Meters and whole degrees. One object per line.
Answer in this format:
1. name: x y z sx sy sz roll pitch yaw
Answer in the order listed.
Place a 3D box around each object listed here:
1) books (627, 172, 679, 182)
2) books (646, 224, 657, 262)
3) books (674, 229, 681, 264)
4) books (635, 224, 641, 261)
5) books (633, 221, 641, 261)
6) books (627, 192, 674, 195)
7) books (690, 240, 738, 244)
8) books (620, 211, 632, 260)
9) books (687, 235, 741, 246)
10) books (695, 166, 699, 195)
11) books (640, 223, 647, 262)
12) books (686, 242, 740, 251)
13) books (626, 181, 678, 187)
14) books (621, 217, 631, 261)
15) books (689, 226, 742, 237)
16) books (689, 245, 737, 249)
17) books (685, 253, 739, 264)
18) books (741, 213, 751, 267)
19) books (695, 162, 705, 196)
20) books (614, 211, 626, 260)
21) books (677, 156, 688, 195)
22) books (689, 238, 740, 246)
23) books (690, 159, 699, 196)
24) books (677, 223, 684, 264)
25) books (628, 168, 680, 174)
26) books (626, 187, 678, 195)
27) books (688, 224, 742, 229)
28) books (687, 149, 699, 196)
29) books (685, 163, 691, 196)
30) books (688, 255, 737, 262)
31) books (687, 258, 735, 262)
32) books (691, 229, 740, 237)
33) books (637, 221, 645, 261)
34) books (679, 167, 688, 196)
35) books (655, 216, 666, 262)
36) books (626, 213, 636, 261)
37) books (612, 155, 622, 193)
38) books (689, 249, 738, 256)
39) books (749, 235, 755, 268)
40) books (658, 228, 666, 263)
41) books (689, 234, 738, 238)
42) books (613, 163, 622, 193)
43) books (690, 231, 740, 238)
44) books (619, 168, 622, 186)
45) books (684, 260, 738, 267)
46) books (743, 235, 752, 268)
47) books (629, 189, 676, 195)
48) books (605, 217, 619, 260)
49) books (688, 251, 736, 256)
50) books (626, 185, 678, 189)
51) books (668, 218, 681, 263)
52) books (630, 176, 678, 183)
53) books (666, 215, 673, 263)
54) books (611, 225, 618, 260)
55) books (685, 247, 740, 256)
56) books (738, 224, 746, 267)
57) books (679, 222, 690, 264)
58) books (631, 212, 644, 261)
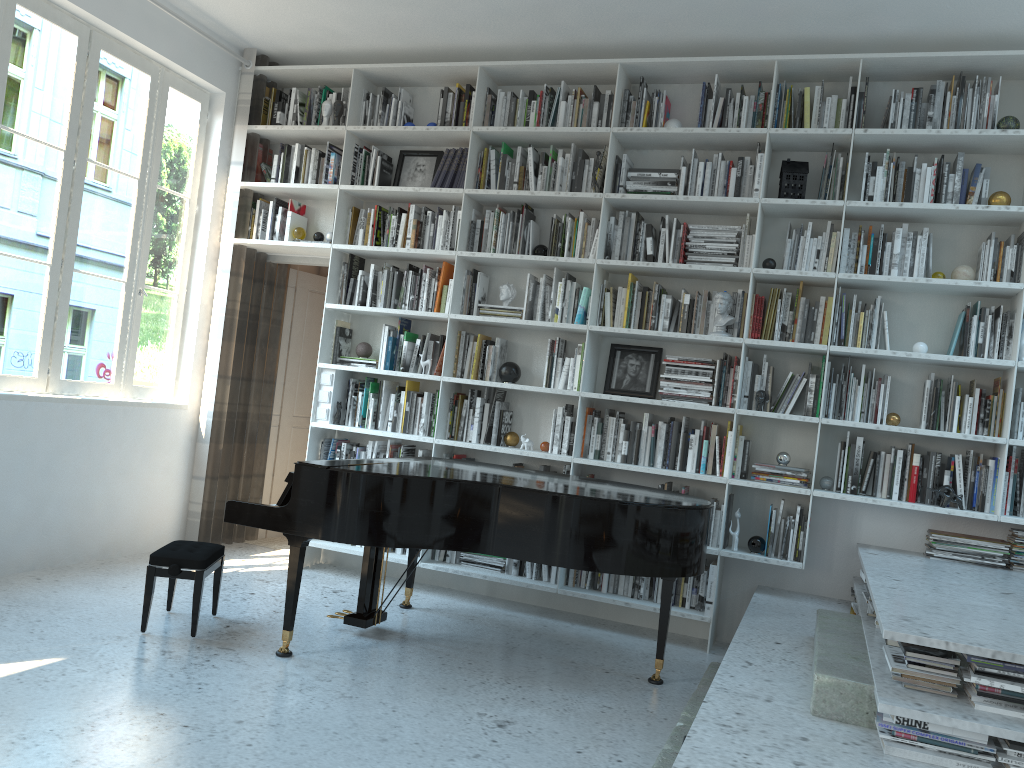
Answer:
1. books: 0.812 -1.161 5.019 0.285 0.024 0.159 6 -1 22
2. books: 0.788 -0.767 4.994 0.066 0.236 0.154 7 -1 20
3. books: 0.933 -0.741 4.952 0.024 0.216 0.132 7 -1 20
4. books: 0.730 -0.772 5.024 0.014 0.233 0.147 7 -1 20
5. books: 0.719 -0.783 5.028 0.011 0.252 0.153 7 -1 20
6. books: 0.796 -1.059 5.012 0.254 0.012 0.161 6 -1 25
7. books: 1.116 -0.765 4.888 0.254 0.012 0.161 6 -1 17
8. books: 0.655 -0.820 5.067 0.014 0.313 0.133 7 -1 20
9. books: 1.120 -0.789 4.892 0.285 0.012 0.159 6 -1 19
10. books: 1.039 -1.092 4.938 0.011 0.204 0.133 7 -1 20
11. books: 0.754 -0.773 5.013 0.011 0.239 0.147 7 -1 20
12. books: 1.114 -0.753 4.887 0.285 0.012 0.159 6 -1 23
13. books: 0.803 -1.113 5.011 0.285 0.024 0.159 6 -1 25
14. books: 0.662 -0.796 5.036 0.025 0.266 0.185 7 -1 20
15. books: 1.123 -0.840 4.884 0.285 0.012 0.159 6 -1 15
16. books: 1.114 -0.741 4.891 0.254 0.012 0.161 6 -1 21
17. books: 1.107 -0.693 4.887 0.285 0.012 0.159 6 -1 17
18. books: 1.276 -0.755 4.834 0.012 0.319 0.140 7 -1 20
19. books: 1.052 -1.097 4.918 0.027 0.216 0.190 7 -1 20
20. books: 0.629 -0.815 5.056 0.026 0.297 0.179 7 -1 20
21. books: 0.951 -1.127 4.959 0.012 0.254 0.161 7 -1 20
22. books: 1.118 -0.777 4.890 0.254 0.012 0.161 6 -1 22
23. books: 1.022 -1.111 4.932 0.021 0.237 0.171 7 -1 20
24. books: 0.950 -0.754 4.937 0.015 0.245 0.183 7 -1 20
25. books: 0.816 -1.185 5.024 0.285 0.024 0.159 6 -1 20
26. books: 0.800 -1.083 5.016 0.285 0.012 0.159 6 -1 17
27. books: 1.126 -0.851 4.891 0.285 0.012 0.159 6 -1 22
28. books: 1.004 -1.137 4.923 0.011 0.284 0.190 7 -1 20
29. books: 0.998 -1.106 4.967 0.024 0.223 0.128 7 -1 20
30. books: 1.107 -0.681 4.891 0.254 0.012 0.161 6 -1 19
31. books: 1.107 -0.668 4.893 0.254 0.012 0.161 6 -1 20
32. books: 1.125 -0.827 4.895 0.254 0.012 0.161 6 -1 20
33. books: 0.742 -0.779 5.016 0.014 0.250 0.173 7 -1 20
34. books: 0.963 -1.092 4.948 0.025 0.187 0.193 7 -1 20
35. books: 0.837 -0.786 4.991 0.022 0.285 0.131 7 -1 20
36. books: 0.695 -0.807 5.044 0.029 0.295 0.151 7 -1 20
37. books: 0.607 -1.165 5.096 0.012 0.254 0.161 7 -1 20
38. books: 1.111 -0.717 4.889 0.254 0.012 0.161 6 -1 18
39. books: 1.317 -0.693 4.819 0.030 0.205 0.158 7 -1 20
40. books: 0.852 -0.750 4.977 0.024 0.216 0.148 7 -1 20
41. books: 1.118 -0.802 4.884 0.254 0.012 0.161 6 -1 25
42. books: 0.615 -1.138 5.070 0.027 0.201 0.167 7 -1 20
43. books: 1.122 -0.815 4.890 0.254 0.012 0.161 6 -1 22
44. books: 0.639 -1.143 5.076 0.013 0.218 0.141 7 -1 20
45. books: 1.105 -0.656 4.891 0.285 0.012 0.159 6 -1 21
46. books: 1.287 -0.693 4.824 0.029 0.198 0.172 7 -1 20
47. books: 0.799 -1.071 5.016 0.254 0.012 0.161 6 -1 17
48. books: 0.579 -0.806 5.076 0.026 0.267 0.171 7 -1 20
49. books: 1.109 -0.705 4.889 0.254 0.012 0.161 6 -1 22
50. books: 0.802 -1.095 5.018 0.285 0.012 0.159 6 -1 18
51. books: 0.910 -0.770 4.945 0.021 0.269 0.191 7 -1 20
52. books: 0.807 -1.137 5.014 0.254 0.025 0.161 6 -1 16
53. books: 0.883 -0.784 4.970 0.049 0.291 0.162 7 -1 20
54. books: 0.606 -0.783 5.081 0.027 0.228 0.147 7 -1 20
55. books: 1.113 -0.729 4.892 0.285 0.012 0.159 6 -1 21
56. books: 1.255 -0.725 4.823 0.012 0.254 0.161 7 -1 20
57. books: 0.960 -0.754 4.921 0.013 0.247 0.176 7 -1 20
58. books: 0.711 -0.808 5.029 0.011 0.300 0.179 7 -1 20
